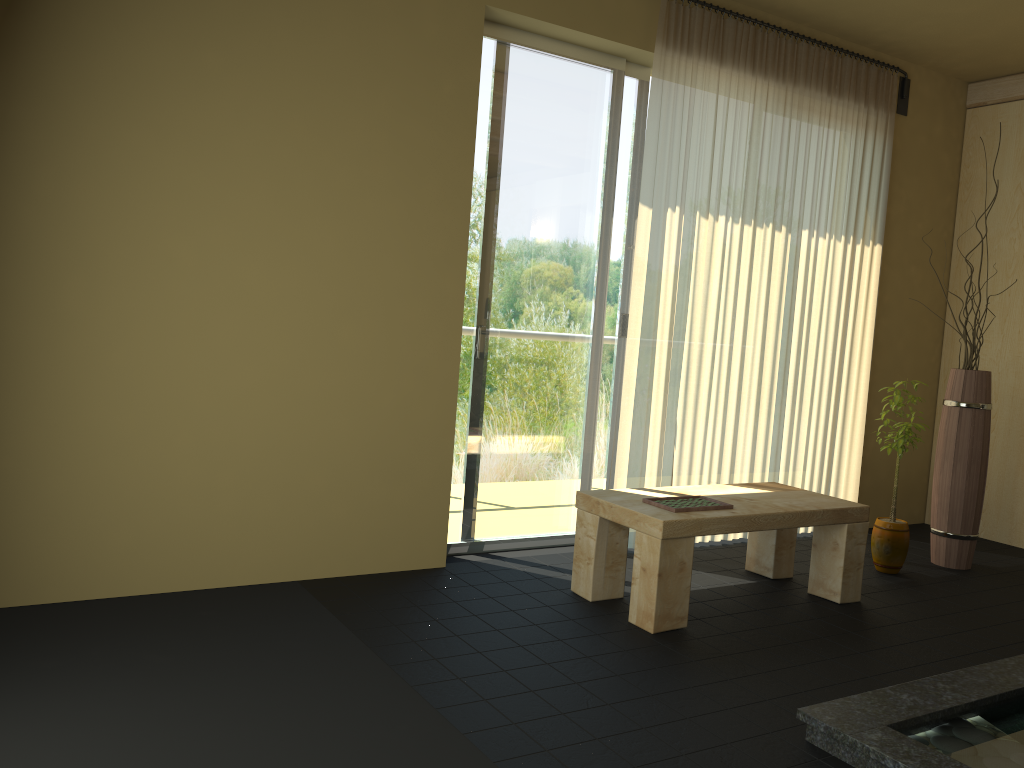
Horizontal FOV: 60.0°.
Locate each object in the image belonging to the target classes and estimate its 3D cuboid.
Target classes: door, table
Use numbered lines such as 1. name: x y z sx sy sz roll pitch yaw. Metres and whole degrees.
1. door: 0.147 -0.380 4.075 1.037 2.331 0.063 2 4 -33
2. table: 0.849 0.659 3.576 1.124 0.400 0.514 2 5 -31

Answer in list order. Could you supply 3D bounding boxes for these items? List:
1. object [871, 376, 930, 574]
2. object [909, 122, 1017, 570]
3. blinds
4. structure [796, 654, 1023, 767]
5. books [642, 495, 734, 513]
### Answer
1. object: 1.807 0.421 4.181 0.242 0.929 0.267 5 3 7
2. object: 2.216 -0.187 4.432 0.468 2.178 0.463 5 3 19
3. blinds: 1.338 -0.485 4.533 1.943 2.578 0.064 2 4 -33
4. structure: 2.871 1.205 2.514 3.799 0.635 1.974 2 5 -31
5. books: 0.666 0.453 3.359 0.294 0.014 0.182 2 5 -31
